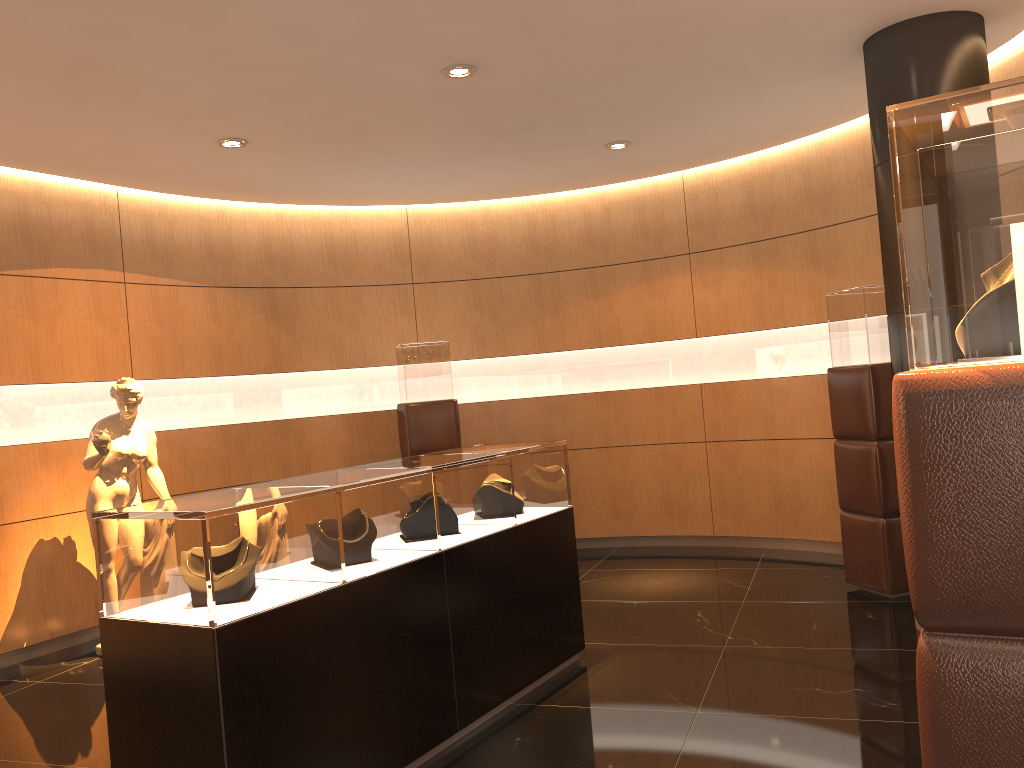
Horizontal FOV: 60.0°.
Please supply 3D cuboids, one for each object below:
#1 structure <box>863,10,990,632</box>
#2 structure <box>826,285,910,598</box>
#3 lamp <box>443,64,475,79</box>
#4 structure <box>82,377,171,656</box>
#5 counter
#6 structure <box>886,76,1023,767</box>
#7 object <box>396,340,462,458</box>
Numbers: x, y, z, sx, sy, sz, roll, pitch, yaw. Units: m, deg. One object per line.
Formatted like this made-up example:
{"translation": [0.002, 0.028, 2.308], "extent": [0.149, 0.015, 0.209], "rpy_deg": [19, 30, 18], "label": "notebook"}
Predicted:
{"translation": [2.422, -0.359, 4.932], "extent": [0.613, 3.430, 0.613], "rpy_deg": [-5, -1, 35], "label": "structure"}
{"translation": [2.460, 0.363, 5.886], "extent": [0.484, 2.000, 0.498], "rpy_deg": [-5, 0, -15], "label": "structure"}
{"translation": [-0.293, -1.747, 4.887], "extent": [0.176, 0.068, 0.176], "rpy_deg": [-5, -1, 26], "label": "lamp"}
{"translation": [-2.622, 0.882, 5.966], "extent": [0.477, 1.836, 0.733], "rpy_deg": [-5, 0, 20], "label": "structure"}
{"translation": [-0.544, 0.970, 4.060], "extent": [0.615, 1.173, 2.514], "rpy_deg": [-5, -1, 31], "label": "counter"}
{"translation": [1.062, 0.433, 1.731], "extent": [0.498, 1.968, 0.484], "rpy_deg": [-5, -1, 31], "label": "structure"}
{"translation": [-0.693, 0.647, 7.615], "extent": [0.484, 2.000, 0.498], "rpy_deg": [-5, 0, -15], "label": "object"}
